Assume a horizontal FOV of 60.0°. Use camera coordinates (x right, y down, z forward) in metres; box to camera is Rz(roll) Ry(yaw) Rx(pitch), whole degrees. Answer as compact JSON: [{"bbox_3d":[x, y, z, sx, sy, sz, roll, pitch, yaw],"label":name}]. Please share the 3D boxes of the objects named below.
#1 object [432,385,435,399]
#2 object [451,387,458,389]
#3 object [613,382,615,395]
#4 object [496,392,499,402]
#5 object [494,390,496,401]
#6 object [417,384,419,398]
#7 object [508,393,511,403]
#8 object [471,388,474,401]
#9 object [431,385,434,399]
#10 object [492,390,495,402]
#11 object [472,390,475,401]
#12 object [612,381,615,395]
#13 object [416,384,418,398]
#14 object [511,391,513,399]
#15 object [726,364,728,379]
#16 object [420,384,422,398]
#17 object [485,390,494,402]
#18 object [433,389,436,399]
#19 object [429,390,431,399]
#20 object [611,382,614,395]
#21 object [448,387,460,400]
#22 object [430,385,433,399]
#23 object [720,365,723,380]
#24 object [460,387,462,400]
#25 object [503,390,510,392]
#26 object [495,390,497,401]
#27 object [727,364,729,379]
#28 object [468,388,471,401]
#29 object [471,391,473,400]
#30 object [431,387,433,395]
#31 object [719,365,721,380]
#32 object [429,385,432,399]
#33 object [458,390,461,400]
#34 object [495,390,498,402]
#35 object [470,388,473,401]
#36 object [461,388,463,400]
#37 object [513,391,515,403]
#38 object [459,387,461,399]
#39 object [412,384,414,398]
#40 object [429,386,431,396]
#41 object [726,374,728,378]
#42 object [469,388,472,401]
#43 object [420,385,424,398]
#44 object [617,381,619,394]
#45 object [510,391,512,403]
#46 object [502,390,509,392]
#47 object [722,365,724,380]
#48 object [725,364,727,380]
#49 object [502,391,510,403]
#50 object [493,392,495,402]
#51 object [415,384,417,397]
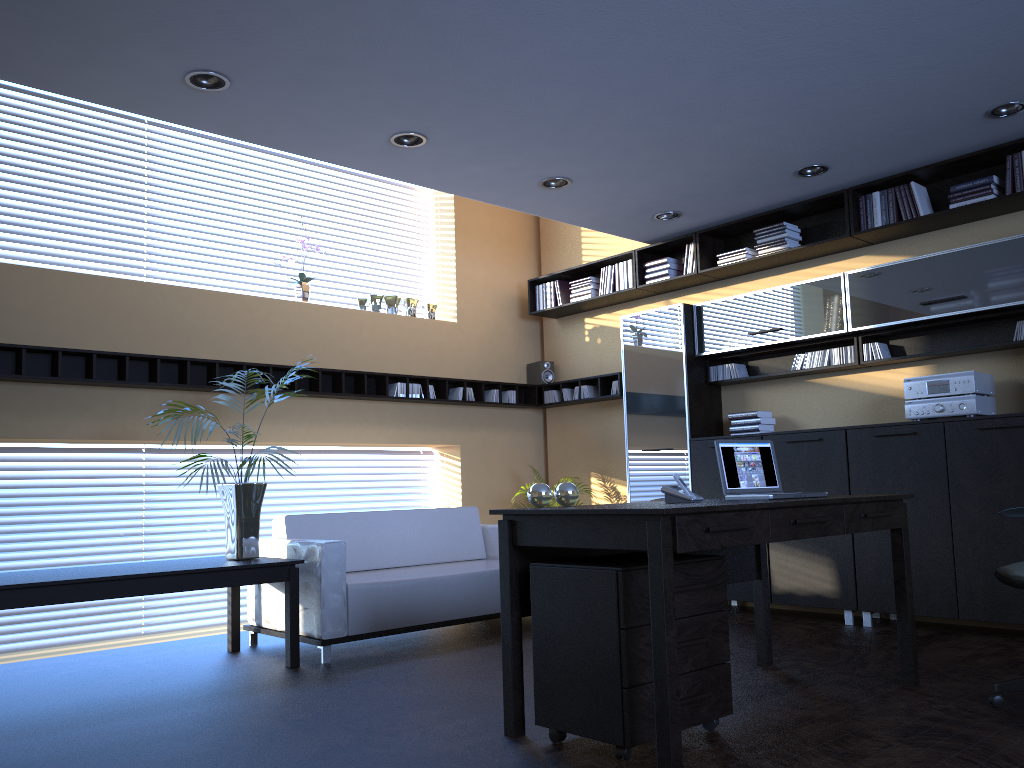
[{"bbox_3d":[-0.730,0.079,7.814,0.040,0.118,0.142,3,-8,-42],"label":"object"},{"bbox_3d":[-0.525,0.095,8.000,0.041,0.122,0.142,3,-8,-42],"label":"object"},{"bbox_3d":[0.961,0.038,7.915,0.142,0.119,0.030,4,-8,-42],"label":"object"},{"bbox_3d":[-0.177,0.120,8.310,0.009,0.120,0.142,3,-8,-42],"label":"object"},{"bbox_3d":[-0.206,0.118,8.280,0.026,0.117,0.140,3,-8,-42],"label":"object"},{"bbox_3d":[-0.858,0.068,7.695,0.009,0.120,0.142,3,-8,-42],"label":"object"},{"bbox_3d":[-0.067,0.129,8.412,0.009,0.120,0.142,3,-8,-42],"label":"object"},{"bbox_3d":[-0.408,0.102,8.097,0.026,0.117,0.140,3,-8,-42],"label":"object"},{"bbox_3d":[-0.742,0.078,7.806,0.026,0.117,0.140,3,-8,-42],"label":"object"},{"bbox_3d":[-0.218,0.118,8.278,0.030,0.119,0.142,3,-8,-42],"label":"object"},{"bbox_3d":[-0.400,0.105,8.111,0.040,0.118,0.142,3,-8,-42],"label":"object"},{"bbox_3d":[0.954,0.039,7.923,0.142,0.119,0.030,4,-8,-42],"label":"object"},{"bbox_3d":[-0.866,0.067,7.690,0.009,0.120,0.142,3,-8,-42],"label":"object"},{"bbox_3d":[-0.046,0.129,8.420,0.009,0.120,0.142,3,-8,-42],"label":"object"},{"bbox_3d":[1.746,-0.091,7.041,0.140,0.118,0.006,4,-8,-42],"label":"object"},{"bbox_3d":[-0.829,0.072,7.730,0.041,0.122,0.142,3,-8,-42],"label":"object"},{"bbox_3d":[-0.228,0.118,8.267,0.040,0.118,0.142,3,-8,-42],"label":"object"},{"bbox_3d":[-0.729,0.079,7.814,0.036,0.115,0.140,3,-8,-42],"label":"object"},{"bbox_3d":[-0.763,0.075,7.782,0.030,0.119,0.142,3,-8,-42],"label":"object"},{"bbox_3d":[0.944,0.042,7.934,0.142,0.118,0.040,4,-8,-42],"label":"object"},{"bbox_3d":[-0.524,0.095,7.998,0.040,0.118,0.142,3,-8,-42],"label":"object"},{"bbox_3d":[-0.749,0.077,7.798,0.030,0.119,0.142,3,-8,-42],"label":"object"},{"bbox_3d":[1.713,-0.086,7.080,0.142,0.120,0.009,4,-8,-42],"label":"object"},{"bbox_3d":[-0.507,0.096,8.017,0.030,0.119,0.142,3,-8,-42],"label":"object"},{"bbox_3d":[-0.078,0.128,8.390,0.041,0.122,0.142,3,-8,-42],"label":"object"},{"bbox_3d":[-0.199,0.119,8.289,0.030,0.119,0.142,3,-8,-42],"label":"object"},{"bbox_3d":[1.753,-0.092,7.034,0.142,0.120,0.009,4,-8,-42],"label":"object"},{"bbox_3d":[-0.433,0.101,8.079,0.030,0.119,0.142,3,-8,-42],"label":"object"},{"bbox_3d":[-0.411,0.103,8.100,0.030,0.119,0.142,3,-8,-42],"label":"object"},{"bbox_3d":[-0.744,0.078,7.807,0.030,0.119,0.142,3,-8,-42],"label":"object"},{"bbox_3d":[1.705,-0.085,7.085,0.140,0.118,0.006,4,-8,-42],"label":"object"},{"bbox_3d":[-0.755,0.076,7.789,0.030,0.119,0.142,3,-8,-42],"label":"object"},{"bbox_3d":[-0.516,0.095,8.011,0.030,0.119,0.142,3,-8,-42],"label":"object"},{"bbox_3d":[-0.190,0.119,8.294,0.030,0.119,0.142,3,-8,-42],"label":"object"},{"bbox_3d":[-0.418,0.102,8.092,0.030,0.119,0.142,3,-8,-42],"label":"object"},{"bbox_3d":[-0.495,0.097,8.033,0.030,0.119,0.142,3,-8,-42],"label":"object"},{"bbox_3d":[-0.023,0.131,8.440,0.009,0.120,0.142,3,-8,-42],"label":"object"},{"bbox_3d":[-0.515,0.095,8.010,0.026,0.117,0.140,3,-8,-42],"label":"object"},{"bbox_3d":[-0.895,0.065,7.661,0.009,0.120,0.142,3,-8,-42],"label":"object"},{"bbox_3d":[-0.761,0.075,7.780,0.026,0.117,0.140,3,-8,-42],"label":"object"},{"bbox_3d":[1.748,-0.091,7.043,0.142,0.120,0.009,4,-8,-42],"label":"object"},{"bbox_3d":[-0.424,0.101,8.083,0.030,0.119,0.142,3,-8,-42],"label":"object"},{"bbox_3d":[-0.827,0.072,7.728,0.040,0.118,0.142,3,-8,-42],"label":"object"},{"bbox_3d":[0.989,0.033,7.885,0.142,0.120,0.009,4,-8,-42],"label":"object"},{"bbox_3d":[-0.055,0.129,8.414,0.009,0.120,0.142,3,-8,-42],"label":"object"},{"bbox_3d":[-0.065,0.129,8.411,0.009,0.124,0.142,3,-8,-42],"label":"object"},{"bbox_3d":[1.723,-0.087,7.075,0.142,0.120,0.009,4,-8,-42],"label":"object"},{"bbox_3d":[1.740,-0.090,7.050,0.142,0.120,0.009,4,-8,-42],"label":"object"},{"bbox_3d":[-0.081,0.128,8.392,0.040,0.118,0.142,3,-8,-42],"label":"object"},{"bbox_3d":[-0.208,0.118,8.283,0.030,0.119,0.142,3,-8,-42],"label":"object"},{"bbox_3d":[-0.874,0.067,7.683,0.009,0.120,0.142,3,-8,-42],"label":"object"}]
